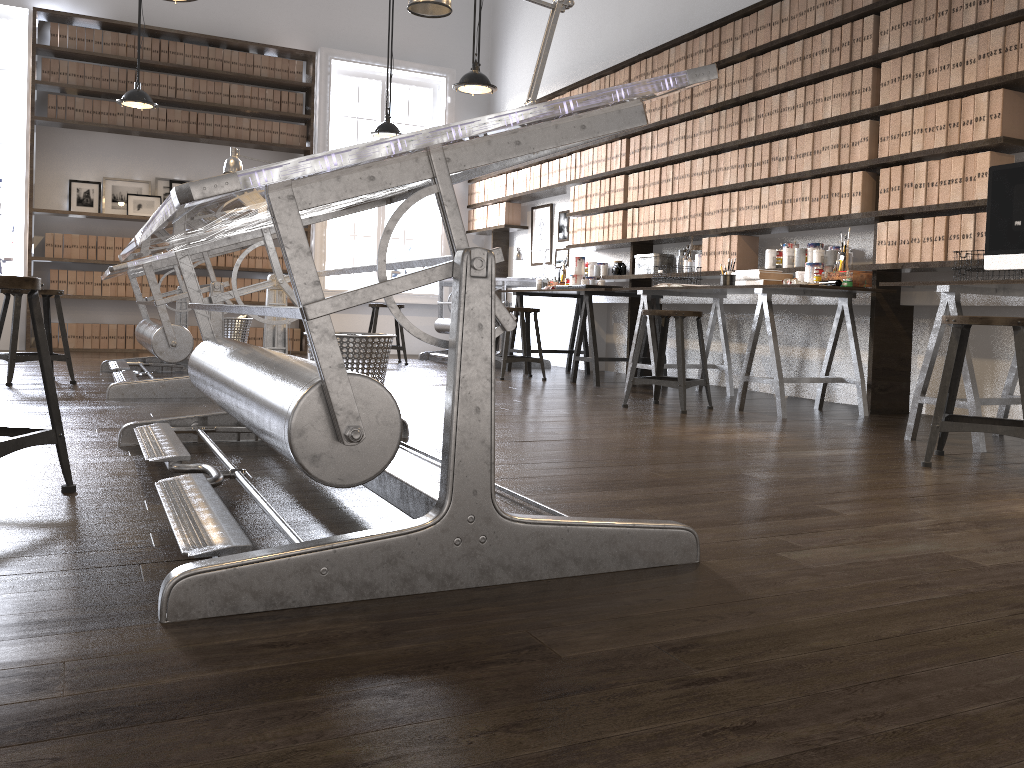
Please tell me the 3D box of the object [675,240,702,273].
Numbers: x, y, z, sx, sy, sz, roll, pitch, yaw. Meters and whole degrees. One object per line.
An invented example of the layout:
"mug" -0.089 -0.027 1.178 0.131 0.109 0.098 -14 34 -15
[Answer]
"object" 1.232 -0.912 6.258 0.156 0.271 0.182 0 3 -42

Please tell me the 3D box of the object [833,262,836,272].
"object" 1.691 -0.579 4.672 0.005 0.130 0.040 1 2 -28

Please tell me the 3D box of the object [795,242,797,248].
"object" 1.694 -0.764 5.250 0.036 0.148 0.005 2 2 -3

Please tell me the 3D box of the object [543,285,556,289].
"object" 0.304 -0.763 7.063 0.132 0.050 0.197 2 4 3

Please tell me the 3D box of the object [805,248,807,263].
"object" 1.736 -0.734 5.205 0.045 0.127 0.044 2 2 -8

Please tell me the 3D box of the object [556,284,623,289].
"object" 0.557 -0.696 6.429 0.312 0.033 0.447 0 5 -26

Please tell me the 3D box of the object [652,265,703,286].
"object" 1.087 -0.693 5.824 0.284 0.160 0.204 0 4 -26

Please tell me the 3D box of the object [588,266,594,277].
"object" 0.656 -0.924 7.276 0.062 0.094 0.062 0 3 -40

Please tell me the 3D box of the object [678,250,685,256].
"object" 1.238 -0.877 6.421 0.079 0.188 0.079 4 3 43

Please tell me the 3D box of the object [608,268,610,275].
"object" 0.777 -0.908 7.256 0.054 0.080 0.054 2 2 1

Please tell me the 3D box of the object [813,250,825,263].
"object" 1.731 -0.707 4.994 0.062 0.095 0.062 2 2 6

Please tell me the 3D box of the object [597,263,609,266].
"object" 0.751 -0.938 7.337 0.094 0.128 0.095 2 3 4

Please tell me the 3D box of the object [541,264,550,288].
"object" 0.280 -0.881 7.373 0.068 0.229 0.069 1 2 -29

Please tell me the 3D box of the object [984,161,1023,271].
"object" 2.226 -0.651 3.552 0.204 0.517 0.645 1 3 -26

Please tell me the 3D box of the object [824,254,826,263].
"object" 1.781 -0.700 5.065 0.054 0.081 0.054 0 3 -36

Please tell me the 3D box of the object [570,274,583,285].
"object" 0.512 -0.801 7.068 0.104 0.141 0.105 0 3 -33

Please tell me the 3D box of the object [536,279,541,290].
"object" 0.235 -0.826 7.432 0.068 0.104 0.068 1 3 -21

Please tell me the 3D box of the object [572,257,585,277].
"object" 0.563 -0.983 7.466 0.107 0.176 0.107 1 3 -24

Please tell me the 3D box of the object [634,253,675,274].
"object" 1.057 -0.885 6.594 0.193 0.152 0.318 0 4 -26

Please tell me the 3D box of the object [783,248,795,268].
"object" 1.631 -0.738 5.219 0.062 0.119 0.062 3 3 32

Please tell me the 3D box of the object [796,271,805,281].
"object" 1.593 -0.571 4.869 0.062 0.094 0.062 3 3 24

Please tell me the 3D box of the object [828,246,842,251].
"object" 1.864 -0.723 5.088 0.095 0.129 0.094 0 3 -39

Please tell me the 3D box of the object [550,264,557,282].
"object" 0.344 -0.885 7.404 0.068 0.237 0.069 1 2 -29

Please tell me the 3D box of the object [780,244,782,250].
"object" 1.654 -0.779 5.432 0.009 0.168 0.041 1 2 -23

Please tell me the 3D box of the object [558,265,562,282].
"object" 0.420 -0.882 7.441 0.068 0.229 0.069 1 2 -29

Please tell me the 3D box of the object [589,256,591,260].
"object" 0.654 -0.996 7.548 0.033 0.184 0.005 1 2 -33

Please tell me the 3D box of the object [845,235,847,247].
"object" 1.720 -0.675 4.576 0.008 0.186 0.071 2 2 16

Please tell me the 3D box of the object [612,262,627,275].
"object" 0.831 -0.902 6.972 0.091 0.108 0.171 1 4 -26

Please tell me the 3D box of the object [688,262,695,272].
"object" 1.299 -0.806 6.115 0.181 0.093 0.062 1 3 -12

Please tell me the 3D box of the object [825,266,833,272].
"object" 1.705 -0.579 4.853 0.094 0.128 0.095 0 3 -30

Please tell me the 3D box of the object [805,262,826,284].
"object" 1.630 -0.580 4.763 0.104 0.141 0.105 1 3 -18

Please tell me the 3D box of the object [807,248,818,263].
"object" 1.745 -0.728 5.143 0.062 0.119 0.062 3 3 32

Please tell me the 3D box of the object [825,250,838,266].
"object" 1.796 -0.703 4.981 0.062 0.094 0.063 2 2 6

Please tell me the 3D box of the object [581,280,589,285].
"object" 0.572 -0.773 6.976 0.062 0.094 0.062 3 3 14

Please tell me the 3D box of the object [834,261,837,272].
"object" 1.700 -0.578 4.667 0.005 0.147 0.033 1 2 -27

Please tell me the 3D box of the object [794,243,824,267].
"object" 1.743 -0.751 5.221 0.205 0.161 0.094 0 3 -24

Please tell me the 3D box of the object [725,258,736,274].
"object" 1.361 -0.685 5.544 0.101 0.209 0.101 3 2 19

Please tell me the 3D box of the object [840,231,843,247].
"object" 1.714 -0.688 4.593 0.007 0.214 0.055 1 2 -19

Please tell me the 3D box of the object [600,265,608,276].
"object" 0.747 -0.913 7.174 0.062 0.094 0.062 0 3 -40

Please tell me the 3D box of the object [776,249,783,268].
"object" 1.621 -0.751 5.375 0.044 0.127 0.045 1 2 -26

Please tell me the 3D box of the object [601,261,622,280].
"object" 0.811 -0.905 7.083 0.107 0.161 0.236 3 4 30

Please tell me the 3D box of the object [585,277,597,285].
"object" 0.629 -0.792 7.072 0.094 0.128 0.095 1 3 -22

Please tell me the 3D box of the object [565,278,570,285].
"object" 0.448 -0.793 7.111 0.049 0.111 0.050 1 2 -29

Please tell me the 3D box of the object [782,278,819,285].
"object" 1.495 -0.527 4.606 0.197 0.050 0.132 5 5 35

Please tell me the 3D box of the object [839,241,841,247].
"object" 1.711 -0.663 4.583 0.038 0.153 0.008 3 2 23

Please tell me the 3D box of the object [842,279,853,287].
"object" 1.676 -0.503 4.425 0.049 0.037 0.049 1 4 -22

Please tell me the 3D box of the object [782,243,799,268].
"object" 1.677 -0.762 5.333 0.094 0.161 0.095 1 3 -30

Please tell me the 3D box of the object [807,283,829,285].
"object" 1.534 -0.506 4.504 0.172 0.017 0.011 5 4 32

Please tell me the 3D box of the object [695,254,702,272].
"object" 1.296 -0.816 6.033 0.094 0.128 0.095 1 3 -19

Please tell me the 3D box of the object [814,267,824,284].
"object" 1.623 -0.560 4.687 0.049 0.111 0.050 1 2 -22

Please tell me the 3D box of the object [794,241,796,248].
"object" 1.686 -0.764 5.254 0.029 0.168 0.004 2 2 -4

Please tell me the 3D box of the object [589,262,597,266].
"object" 0.674 -0.957 7.406 0.070 0.130 0.070 2 2 12

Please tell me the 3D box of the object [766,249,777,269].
"object" 1.565 -0.751 5.348 0.062 0.119 0.062 3 2 24

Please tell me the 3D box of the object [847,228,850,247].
"object" 1.736 -0.695 4.583 0.020 0.228 0.007 2 2 5

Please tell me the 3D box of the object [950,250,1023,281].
"object" 2.118 -0.506 3.905 0.203 0.160 0.285 0 4 -34

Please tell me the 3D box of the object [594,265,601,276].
"object" 0.699 -0.918 7.221 0.063 0.093 0.063 0 3 -40

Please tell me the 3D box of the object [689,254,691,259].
"object" 1.238 -0.836 6.117 0.008 0.125 0.041 1 2 -37

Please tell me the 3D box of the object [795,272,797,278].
"object" 1.608 -0.575 4.937 0.063 0.093 0.062 3 3 15
